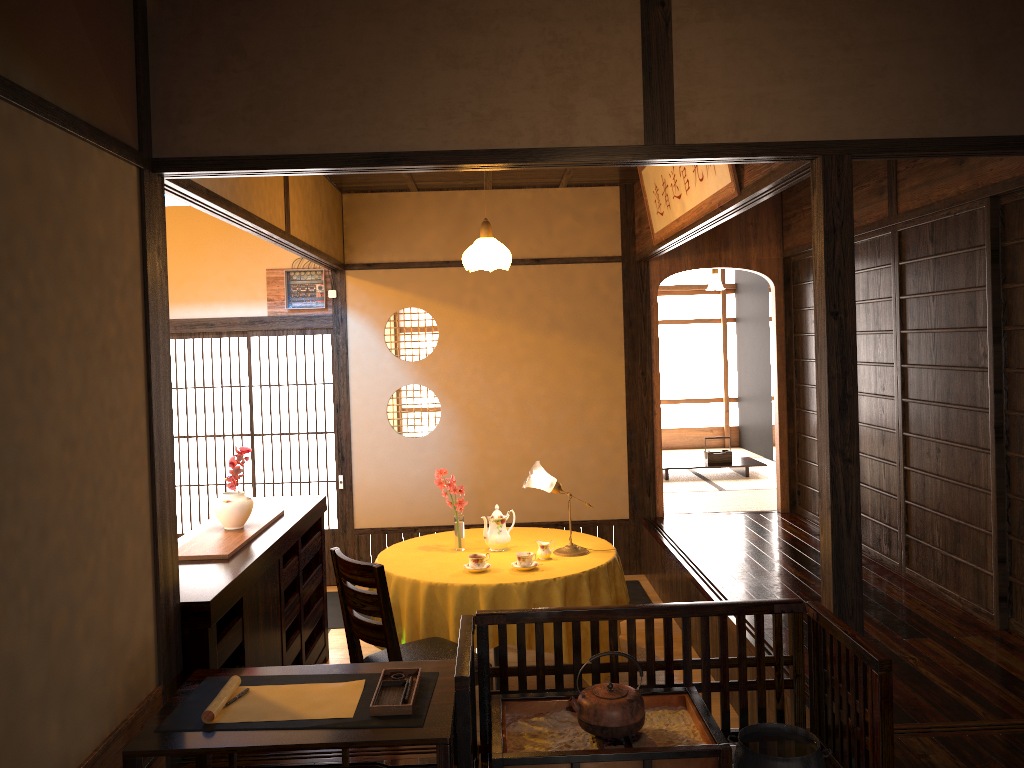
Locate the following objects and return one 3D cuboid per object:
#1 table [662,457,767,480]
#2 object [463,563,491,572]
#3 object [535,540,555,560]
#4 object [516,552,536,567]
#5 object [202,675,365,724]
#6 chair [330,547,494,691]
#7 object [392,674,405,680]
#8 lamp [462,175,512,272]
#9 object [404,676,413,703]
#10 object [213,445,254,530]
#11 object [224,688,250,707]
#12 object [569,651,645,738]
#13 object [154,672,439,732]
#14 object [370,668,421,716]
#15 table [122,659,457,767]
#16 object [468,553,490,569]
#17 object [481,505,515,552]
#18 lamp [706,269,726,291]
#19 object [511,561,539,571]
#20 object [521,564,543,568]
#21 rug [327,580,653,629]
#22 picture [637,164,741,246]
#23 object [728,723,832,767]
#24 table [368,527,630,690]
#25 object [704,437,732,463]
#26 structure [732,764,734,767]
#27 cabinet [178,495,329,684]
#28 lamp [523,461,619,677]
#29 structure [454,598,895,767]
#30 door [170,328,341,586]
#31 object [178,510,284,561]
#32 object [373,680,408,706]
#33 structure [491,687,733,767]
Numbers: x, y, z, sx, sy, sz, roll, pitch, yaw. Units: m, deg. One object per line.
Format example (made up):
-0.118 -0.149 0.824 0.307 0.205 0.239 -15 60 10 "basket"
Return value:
1.927 0.864 9.082 1.200 0.118 0.601 -2 3 -1 "table"
-0.177 0.931 4.481 0.144 0.024 0.144 -4 3 -41 "object"
0.172 0.874 4.686 0.083 0.098 0.078 -3 2 -32 "object"
0.066 0.891 4.482 0.090 0.076 0.099 -2 2 -17 "object"
-0.674 0.937 2.666 0.430 0.038 0.275 -2 3 -1 "object"
-0.450 1.194 3.899 0.578 0.960 0.491 -3 2 -36 "chair"
-0.356 0.925 2.776 0.040 0.021 0.040 -4 3 -39 "object"
-0.148 -1.024 4.864 0.249 0.810 0.277 -1 1 21 "lamp"
-0.315 0.931 2.702 0.012 0.012 0.180 -2 3 -1 "object"
-1.336 0.500 4.333 0.189 0.378 0.321 -2 2 7 "object"
-0.836 0.953 2.697 0.012 0.010 0.141 -1 3 14 "object"
0.284 0.881 2.563 0.198 0.216 0.198 0 2 37 "object"
-0.621 0.955 2.681 0.760 0.003 0.405 -2 3 2 "object"
-0.349 0.930 2.689 0.121 0.028 0.295 -2 3 -1 "object"
-0.607 1.124 2.684 0.880 0.336 0.601 -2 2 -1 "table"
-0.174 0.899 4.479 0.099 0.076 0.090 -1 2 23 "object"
-0.074 0.793 4.922 0.163 0.252 0.154 -1 1 12 "object"
2.070 -1.354 9.061 0.196 0.798 0.225 -2 1 7 "lamp"
0.065 0.923 4.486 0.144 0.024 0.144 -4 3 -41 "object"
0.093 0.915 4.442 0.126 0.019 0.029 -2 2 2 "object"
-0.499 1.565 6.283 2.954 0.005 0.902 -2 3 -1 "rug"
0.934 -1.171 4.986 0.117 0.565 2.045 -2 2 -1 "picture"
0.800 1.136 2.651 0.267 0.147 0.267 -3 3 -35 "object"
-0.074 1.269 4.881 1.444 0.695 1.444 -2 2 -1 "table"
2.109 0.670 9.084 0.260 0.258 0.150 -2 1 -1 "object"
0.805 1.229 2.651 0.330 0.040 0.330 -2 3 -1 "structure"
-1.306 1.201 4.183 0.489 0.970 2.187 -2 2 -1 "cabinet"
0.329 1.006 4.804 0.512 1.202 0.198 -2 1 -1 "lamp"
0.443 1.008 2.713 1.197 0.499 0.598 -2 2 -1 "structure"
-2.673 0.606 6.882 2.648 1.999 0.066 -2 1 -1 "door"
-1.332 0.705 4.205 0.267 0.020 0.998 -2 3 -1 "object"
-0.361 0.932 2.648 0.082 0.019 0.200 -2 3 -1 "object"
0.265 1.120 2.565 0.666 0.300 0.453 -2 2 -1 "structure"
